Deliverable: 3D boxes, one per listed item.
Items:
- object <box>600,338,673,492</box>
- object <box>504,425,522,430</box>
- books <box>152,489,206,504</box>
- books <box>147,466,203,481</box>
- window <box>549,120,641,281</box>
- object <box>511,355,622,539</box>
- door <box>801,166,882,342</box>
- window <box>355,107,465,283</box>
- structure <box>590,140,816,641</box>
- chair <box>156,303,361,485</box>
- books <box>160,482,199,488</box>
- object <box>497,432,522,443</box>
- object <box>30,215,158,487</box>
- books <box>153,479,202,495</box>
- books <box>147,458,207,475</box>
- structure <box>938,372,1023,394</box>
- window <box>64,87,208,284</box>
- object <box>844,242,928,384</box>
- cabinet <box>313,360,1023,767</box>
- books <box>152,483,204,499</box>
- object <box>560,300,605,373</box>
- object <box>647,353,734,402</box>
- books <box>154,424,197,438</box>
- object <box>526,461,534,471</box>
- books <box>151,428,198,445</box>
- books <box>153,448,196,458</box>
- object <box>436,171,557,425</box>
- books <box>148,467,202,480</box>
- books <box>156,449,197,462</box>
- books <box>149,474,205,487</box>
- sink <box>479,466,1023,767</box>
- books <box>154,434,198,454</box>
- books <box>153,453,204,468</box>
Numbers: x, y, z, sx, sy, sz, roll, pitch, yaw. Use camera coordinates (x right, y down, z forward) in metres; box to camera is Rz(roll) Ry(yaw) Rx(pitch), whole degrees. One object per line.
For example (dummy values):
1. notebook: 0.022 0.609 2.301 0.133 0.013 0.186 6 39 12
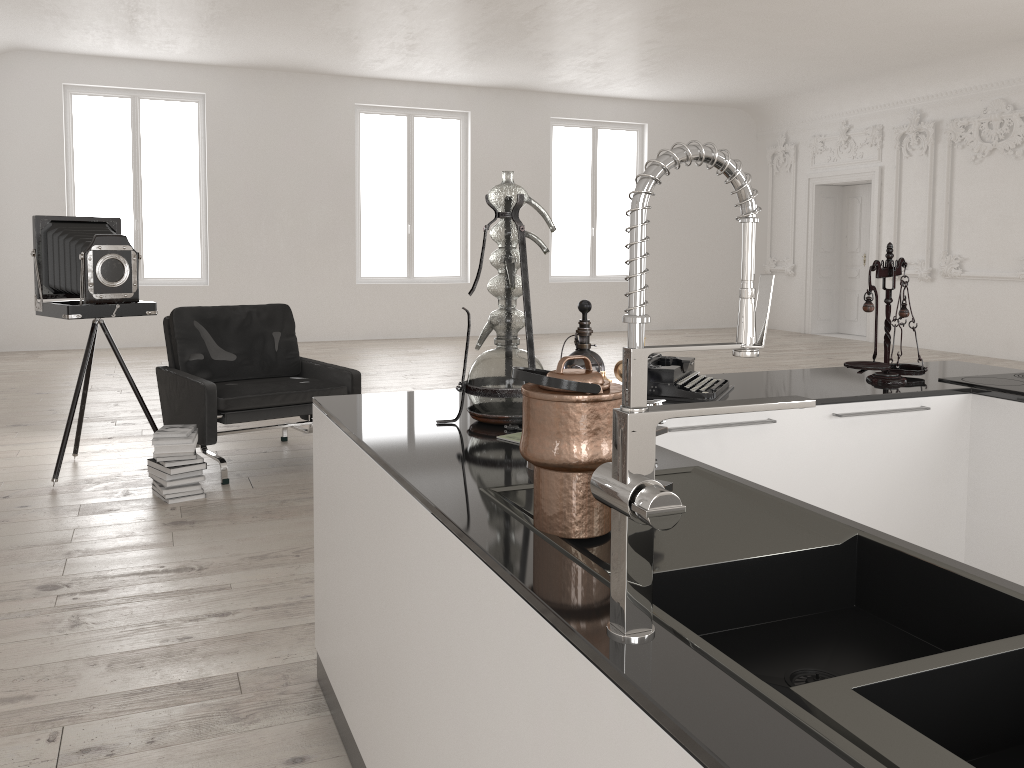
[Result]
1. object: 0.205 0.057 1.638 0.170 0.289 0.132 4 6 37
2. object: 0.131 0.109 2.102 0.124 0.045 0.378 -5 10 -33
3. books: -1.806 0.592 4.790 0.199 0.025 0.278 -7 11 -39
4. books: -1.825 0.465 4.782 0.199 0.034 0.260 -8 12 -43
5. window: 1.378 -2.991 14.562 1.726 2.564 0.071 -2 5 -22
6. object: 0.096 0.092 1.439 0.186 0.278 0.209 2 6 18
7. door: 5.366 -2.029 13.872 0.655 2.576 1.571 -1 6 -22
8. window: -1.514 -2.828 13.370 1.726 2.564 0.071 -2 5 -22
9. structure: 0.248 0.001 1.064 0.280 0.578 0.131 -2 5 -22
10. chair: -1.629 -0.001 5.585 0.976 0.957 1.093 -5 8 -37
11. books: -1.822 0.514 4.799 0.172 0.022 0.244 -5 10 -34
12. object: 0.045 0.131 2.095 0.094 0.004 0.141 -7 12 -42
13. object: -2.521 -0.245 5.313 0.657 1.512 0.713 5 7 42
14. books: -1.814 0.541 4.781 0.199 0.025 0.282 -5 10 -32
15. books: -1.807 0.431 4.765 0.199 0.034 0.301 -8 12 -44
16. structure: 1.859 0.007 2.935 0.507 0.021 0.632 -3 9 -22
17. window: -5.035 -2.630 11.918 1.726 2.564 0.071 -2 5 -22
18. object: 1.315 -0.248 3.076 0.168 0.487 0.515 4 7 40
19. cabinet: 1.109 0.581 2.107 2.708 0.876 2.480 -3 9 -22
20. books: -1.813 0.566 4.786 0.199 0.025 0.275 -6 11 -36
21. object: 0.197 -0.087 2.525 0.204 0.310 0.223 -2 6 -24
22. object: 0.522 -0.030 2.825 0.317 0.110 0.386 4 9 22
23. books: -1.819 0.254 4.777 0.172 0.022 0.245 -1 9 -8
24. object: 0.086 0.106 1.837 0.111 0.131 0.111 -1 6 -17
25. books: -1.810 0.282 4.757 0.205 0.026 0.292 -2 9 -14
26. books: -1.813 0.347 4.767 0.199 0.025 0.282 -2 9 -16
27. object: 0.000 -0.232 2.342 0.319 0.646 0.295 2 5 21
28. books: -1.825 0.465 4.782 0.194 0.030 0.253 -8 12 -43
29. books: -1.812 0.372 4.772 0.199 0.025 0.276 -3 9 -21
30. books: -1.813 0.497 4.776 0.206 0.026 0.291 -7 11 -40
31. sink: 0.384 0.335 1.215 0.485 0.139 1.174 -3 9 -22
32. books: -1.802 0.316 4.753 0.199 0.041 0.313 -2 9 -16
33. books: -1.805 0.398 4.776 0.199 0.025 0.279 -5 10 -34
